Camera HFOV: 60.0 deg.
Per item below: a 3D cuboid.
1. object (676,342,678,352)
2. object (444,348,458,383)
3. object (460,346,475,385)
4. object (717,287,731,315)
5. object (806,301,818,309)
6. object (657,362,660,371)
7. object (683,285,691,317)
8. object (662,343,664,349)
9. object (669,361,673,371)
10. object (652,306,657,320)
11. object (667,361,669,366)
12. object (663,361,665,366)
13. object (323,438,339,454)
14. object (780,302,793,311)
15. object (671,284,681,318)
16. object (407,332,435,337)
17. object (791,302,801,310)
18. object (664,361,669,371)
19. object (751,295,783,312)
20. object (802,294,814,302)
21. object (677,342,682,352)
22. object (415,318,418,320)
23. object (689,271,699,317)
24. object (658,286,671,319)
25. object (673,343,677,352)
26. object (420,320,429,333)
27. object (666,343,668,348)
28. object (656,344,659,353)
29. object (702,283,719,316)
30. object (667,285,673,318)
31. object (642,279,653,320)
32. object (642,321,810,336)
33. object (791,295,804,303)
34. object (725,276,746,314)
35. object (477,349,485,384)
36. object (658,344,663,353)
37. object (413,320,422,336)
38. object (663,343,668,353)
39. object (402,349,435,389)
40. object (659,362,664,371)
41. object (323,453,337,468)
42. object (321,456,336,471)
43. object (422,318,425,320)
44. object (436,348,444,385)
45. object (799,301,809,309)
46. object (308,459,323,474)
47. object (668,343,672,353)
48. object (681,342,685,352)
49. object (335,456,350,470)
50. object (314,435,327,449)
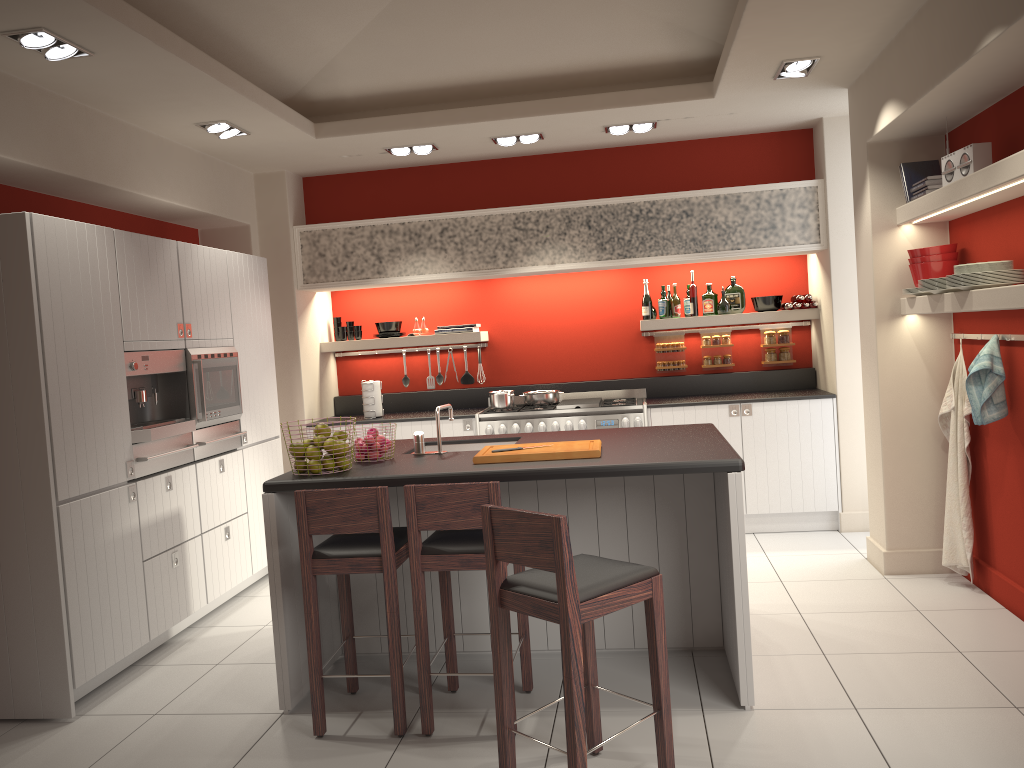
[{"bbox_3d":[1.364,-0.304,7.309,0.034,0.078,0.034,-2,3,29],"label":"object"},{"bbox_3d":[-0.531,-0.158,7.617,0.124,0.296,0.009,-4,3,8],"label":"object"},{"bbox_3d":[-0.389,-0.159,7.615,0.123,0.330,0.040,-4,3,8],"label":"object"},{"bbox_3d":[1.675,-0.662,7.018,0.113,0.226,0.113,-3,3,19],"label":"object"},{"bbox_3d":[2.360,-0.624,6.980,0.061,0.061,0.366,-3,3,8],"label":"object"},{"bbox_3d":[1.218,-0.147,7.338,0.034,0.078,0.034,-2,3,29],"label":"object"},{"bbox_3d":[1.447,-0.675,7.221,0.094,0.262,0.094,-5,3,-26],"label":"object"},{"bbox_3d":[1.246,-0.297,7.326,0.034,0.078,0.034,-2,3,29],"label":"object"},{"bbox_3d":[1.307,-0.150,7.287,0.034,0.078,0.034,-2,3,29],"label":"object"},{"bbox_3d":[1.133,-0.641,7.312,0.113,0.226,0.113,-6,4,-41],"label":"object"},{"bbox_3d":[1.295,-0.152,7.327,0.034,0.078,0.034,-2,3,29],"label":"object"},{"bbox_3d":[1.256,-0.149,7.333,0.034,0.078,0.034,-2,3,29],"label":"object"},{"bbox_3d":[-0.811,0.277,3.974,0.067,0.068,0.067,-5,3,-29],"label":"object"},{"bbox_3d":[2.173,-0.612,7.004,0.062,0.062,0.366,-3,3,8],"label":"object"},{"bbox_3d":[1.325,-0.674,7.183,0.080,0.278,0.080,-3,3,11],"label":"object"},{"bbox_3d":[-0.770,-0.420,7.494,0.160,0.027,0.183,-2,4,36],"label":"object"},{"bbox_3d":[2.235,-0.616,6.996,0.062,0.062,0.366,-3,3,8],"label":"object"},{"bbox_3d":[1.268,-0.148,7.292,0.034,0.078,0.034,-2,3,29],"label":"object"},{"bbox_3d":[2.048,-0.641,7.115,0.251,0.121,0.251,-4,3,-10],"label":"object"},{"bbox_3d":[2.324,-0.675,6.980,0.062,0.062,0.366,-3,3,8],"label":"object"},{"bbox_3d":[1.374,-0.303,7.269,0.034,0.078,0.034,-2,3,29],"label":"object"},{"bbox_3d":[-0.805,-0.547,7.452,0.023,0.031,0.024,-6,4,-40],"label":"object"},{"bbox_3d":[1.452,-0.722,7.123,0.062,0.366,0.210,-4,3,7],"label":"object"},{"bbox_3d":[1.216,-0.653,7.092,0.094,0.264,0.094,-4,3,-3],"label":"object"},{"bbox_3d":[1.336,-0.300,7.274,0.034,0.078,0.034,-2,3,29],"label":"object"},{"bbox_3d":[-0.747,-0.479,7.528,0.077,0.134,0.076,-4,3,-8],"label":"object"},{"bbox_3d":[1.285,-0.299,7.320,0.034,0.078,0.034,-2,3,29],"label":"object"},{"bbox_3d":[1.208,-0.295,7.331,0.034,0.078,0.034,-2,3,29],"label":"object"},{"bbox_3d":[1.597,-0.681,7.156,0.112,0.260,0.071,-2,3,37],"label":"object"},{"bbox_3d":[1.293,-0.675,7.276,0.083,0.277,0.084,-3,3,12],"label":"object"},{"bbox_3d":[1.084,-0.680,7.130,0.083,0.331,0.083,-5,3,-21],"label":"object"},{"bbox_3d":[1.753,-0.453,7.309,1.355,0.034,0.048,-3,3,8],"label":"object"},{"bbox_3d":[2.265,-0.673,7.011,0.062,0.062,0.366,-3,3,8],"label":"object"},{"bbox_3d":[1.787,-0.714,7.137,0.186,0.303,0.057,-2,3,38],"label":"object"},{"bbox_3d":[-0.272,-0.160,7.580,0.069,0.328,0.069,-5,3,-14],"label":"object"},{"bbox_3d":[1.220,-0.293,7.291,0.034,0.078,0.034,-2,3,29],"label":"object"},{"bbox_3d":[-0.799,-0.472,7.456,0.076,0.131,0.076,-6,4,-40],"label":"object"},{"bbox_3d":[1.258,-0.296,7.285,0.034,0.078,0.034,-2,3,29],"label":"object"},{"bbox_3d":[-0.815,-0.124,7.653,0.287,0.351,0.022,-3,3,9],"label":"object"},{"bbox_3d":[1.230,-0.146,7.297,0.034,0.078,0.034,-2,3,29],"label":"object"},{"bbox_3d":[-0.828,0.349,4.092,0.084,0.079,0.086,-6,4,-37],"label":"object"},{"bbox_3d":[-0.831,0.360,4.013,0.068,0.068,0.068,-3,3,19],"label":"object"},{"bbox_3d":[-0.750,-0.554,7.525,0.026,0.032,0.023,-4,3,-9],"label":"object"},{"bbox_3d":[-0.628,-0.149,7.628,0.067,0.323,0.022,-4,3,7],"label":"object"},{"bbox_3d":[2.300,-0.621,7.008,0.061,0.061,0.366,-3,3,8],"label":"object"},{"bbox_3d":[-0.877,0.367,3.944,0.068,0.068,0.068,-3,3,19],"label":"object"},{"bbox_3d":[1.297,-0.298,7.280,0.034,0.078,0.034,-2,3,29],"label":"object"},{"bbox_3d":[1.402,-0.306,7.304,0.034,0.078,0.034,-2,3,29],"label":"object"},{"bbox_3d":[-0.770,0.356,4.027,0.068,0.068,0.068,-3,3,19],"label":"object"},{"bbox_3d":[-0.864,0.262,4.004,0.057,0.061,0.062,-3,3,23],"label":"object"}]
